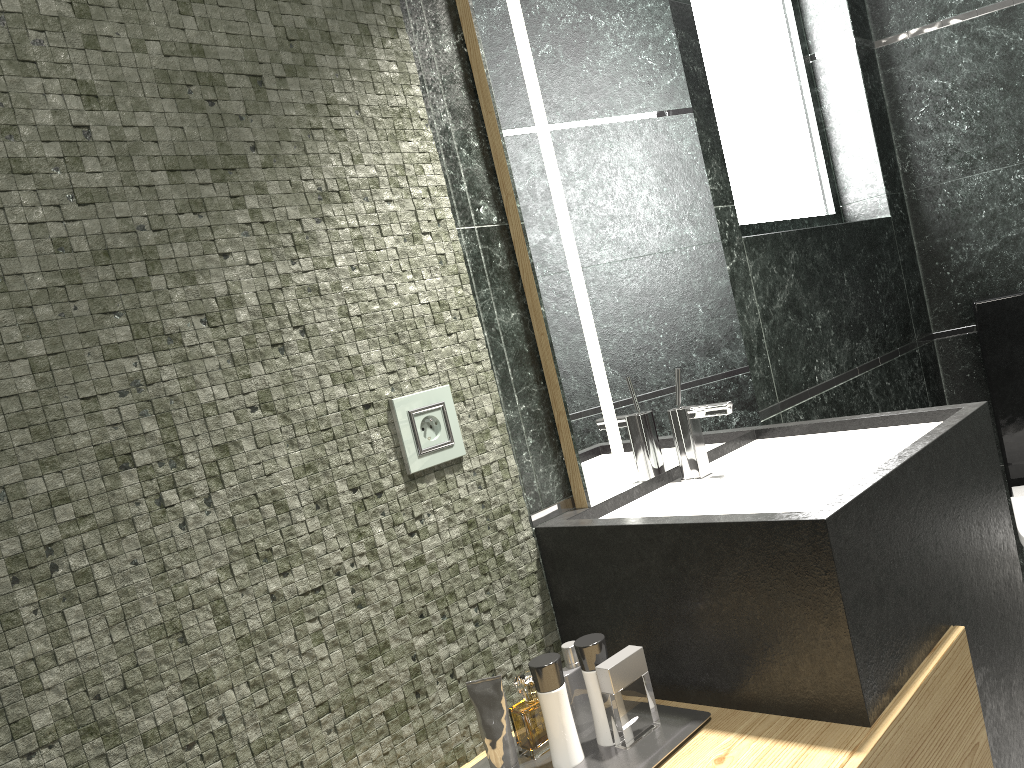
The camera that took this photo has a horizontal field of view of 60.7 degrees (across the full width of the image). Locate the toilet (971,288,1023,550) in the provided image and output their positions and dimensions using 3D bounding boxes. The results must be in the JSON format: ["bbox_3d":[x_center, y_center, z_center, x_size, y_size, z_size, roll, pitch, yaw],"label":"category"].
[{"bbox_3d":[1.824,0.287,2.745,0.470,1.178,1.141,-11,4,27],"label":"toilet"}]

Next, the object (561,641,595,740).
[{"bbox_3d":[0.115,0.517,1.492,0.029,0.154,0.090,-9,5,44],"label":"object"}]

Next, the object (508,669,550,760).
[{"bbox_3d":[0.042,0.544,1.464,0.090,0.133,0.053,-16,5,-41],"label":"object"}]

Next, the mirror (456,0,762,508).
[{"bbox_3d":[0.202,-0.588,1.943,0.039,1.579,0.728,-9,6,44],"label":"mirror"}]

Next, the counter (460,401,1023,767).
[{"bbox_3d":[0.477,0.717,1.605,0.597,1.054,1.421,-10,5,44],"label":"counter"}]

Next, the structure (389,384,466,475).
[{"bbox_3d":[-0.140,0.075,1.495,0.015,0.129,0.132,-9,5,44],"label":"structure"}]

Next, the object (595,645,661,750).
[{"bbox_3d":[0.190,0.510,1.426,0.090,0.137,0.029,-17,5,-43],"label":"object"}]

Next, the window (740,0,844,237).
[{"bbox_3d":[0.748,-1.003,2.882,0.036,1.071,1.139,-9,5,44],"label":"window"}]

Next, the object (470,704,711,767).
[{"bbox_3d":[0.113,0.595,1.414,0.293,0.011,0.340,-10,4,44],"label":"object"}]

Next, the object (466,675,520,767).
[{"bbox_3d":[-0.027,0.548,1.397,0.049,0.163,0.042,-17,5,-40],"label":"object"}]

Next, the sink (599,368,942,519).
[{"bbox_3d":[0.534,0.141,1.775,0.503,0.409,0.775,-10,4,43],"label":"sink"}]
